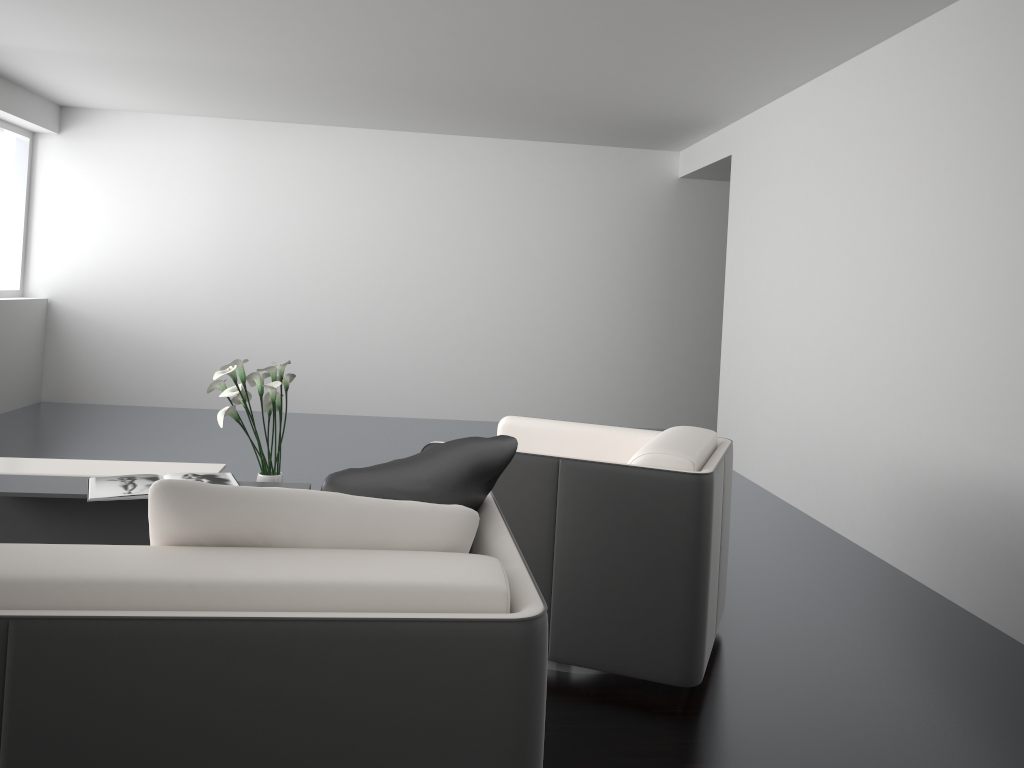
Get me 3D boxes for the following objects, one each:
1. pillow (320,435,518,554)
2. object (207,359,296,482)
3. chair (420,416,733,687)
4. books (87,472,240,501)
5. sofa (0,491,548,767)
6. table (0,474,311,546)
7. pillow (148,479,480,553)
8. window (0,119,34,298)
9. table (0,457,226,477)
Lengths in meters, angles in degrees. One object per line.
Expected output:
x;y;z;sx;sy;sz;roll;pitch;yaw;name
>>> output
-0.266;0.337;1.898;0.279;0.449;0.565;4;3;39;pillow
-1.133;0.285;3.823;0.377;0.797;0.448;3;1;-23;object
0.245;0.474;3.000;0.921;0.661;0.768;5;3;19;chair
-1.343;0.392;3.417;0.547;0.017;0.360;0;7;-25;books
-1.113;0.540;1.614;2.236;0.660;0.923;3;4;-8;sofa
-1.441;0.553;3.404;1.256;0.314;0.299;3;2;-7;table
-0.388;0.392;1.613;0.584;0.499;0.324;2;1;-16;pillow
-3.759;-0.992;3.423;0.110;1.425;8.096;3;6;-6;window
-1.734;0.507;3.686;0.967;0.314;0.299;3;2;-8;table
